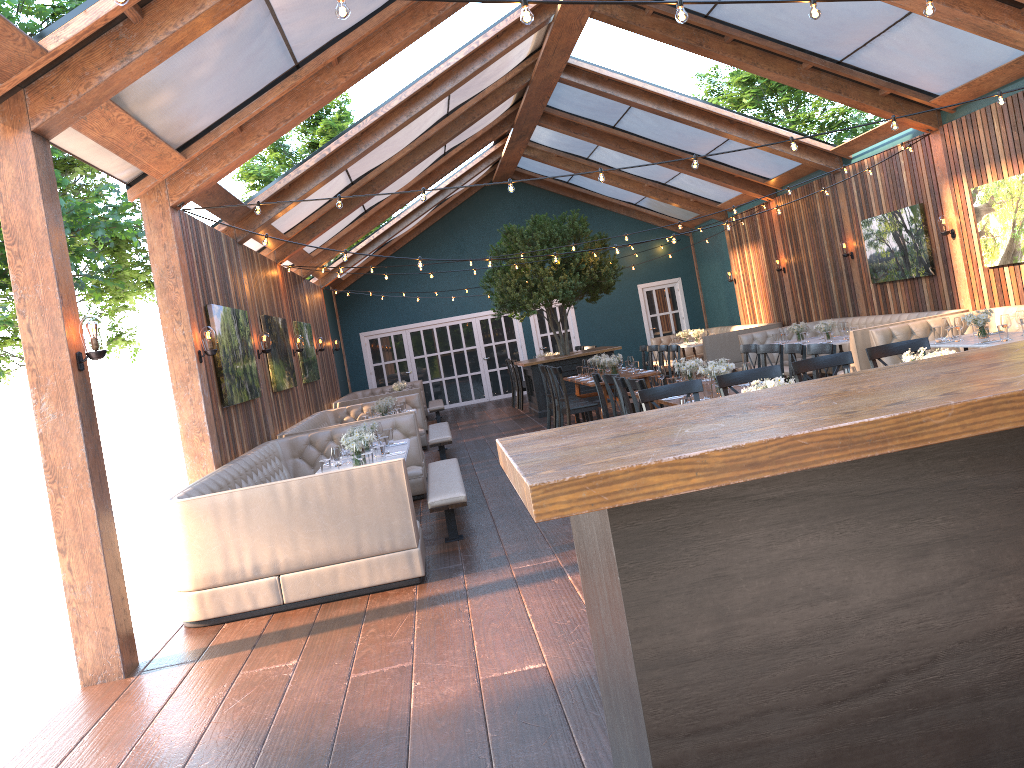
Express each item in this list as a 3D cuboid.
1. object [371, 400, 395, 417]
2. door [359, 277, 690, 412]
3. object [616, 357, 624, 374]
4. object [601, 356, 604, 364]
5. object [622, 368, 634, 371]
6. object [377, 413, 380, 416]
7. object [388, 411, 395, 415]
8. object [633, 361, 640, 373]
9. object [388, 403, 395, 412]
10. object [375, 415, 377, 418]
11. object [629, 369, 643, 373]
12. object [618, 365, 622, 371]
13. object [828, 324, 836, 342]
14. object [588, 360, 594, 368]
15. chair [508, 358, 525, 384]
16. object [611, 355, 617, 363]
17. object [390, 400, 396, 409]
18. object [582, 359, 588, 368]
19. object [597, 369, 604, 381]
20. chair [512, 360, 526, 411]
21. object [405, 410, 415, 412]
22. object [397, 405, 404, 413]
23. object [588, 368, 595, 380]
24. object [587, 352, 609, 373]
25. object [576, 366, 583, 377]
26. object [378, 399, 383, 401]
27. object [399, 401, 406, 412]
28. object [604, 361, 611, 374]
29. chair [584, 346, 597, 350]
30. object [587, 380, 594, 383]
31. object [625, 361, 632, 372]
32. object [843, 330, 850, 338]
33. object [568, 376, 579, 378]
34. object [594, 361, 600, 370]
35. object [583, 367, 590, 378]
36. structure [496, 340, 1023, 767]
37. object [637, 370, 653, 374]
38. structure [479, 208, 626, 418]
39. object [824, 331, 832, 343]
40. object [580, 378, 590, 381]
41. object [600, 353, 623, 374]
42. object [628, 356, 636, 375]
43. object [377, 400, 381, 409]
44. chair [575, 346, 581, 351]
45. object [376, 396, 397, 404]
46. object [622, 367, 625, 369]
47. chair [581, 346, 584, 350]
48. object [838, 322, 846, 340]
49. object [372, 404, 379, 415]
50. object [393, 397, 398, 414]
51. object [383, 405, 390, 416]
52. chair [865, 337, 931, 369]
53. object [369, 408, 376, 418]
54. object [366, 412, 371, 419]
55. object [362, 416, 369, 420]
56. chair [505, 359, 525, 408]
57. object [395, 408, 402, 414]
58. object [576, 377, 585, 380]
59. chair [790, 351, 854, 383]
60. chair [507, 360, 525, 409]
[{"bbox_3d":[-1.749,0.366,12.057,0.335,0.309,0.330,-10,2,11],"label":"object"},{"bbox_3d":[0.458,-0.885,22.082,8.180,2.211,0.173,-10,0,-6],"label":"door"},{"bbox_3d":[1.545,-0.273,12.609,0.092,0.244,0.093,-10,0,37],"label":"object"},{"bbox_3d":[1.436,-0.318,13.734,0.092,0.244,0.092,-10,0,-25],"label":"object"},{"bbox_3d":[1.689,-0.206,13.064,0.255,0.019,0.157,-10,3,-5],"label":"object"},{"bbox_3d":[-2.043,0.409,13.529,0.092,0.158,0.091,-10,0,-19],"label":"object"},{"bbox_3d":[-1.556,0.440,11.513,0.091,0.158,0.092,-10,0,31],"label":"object"},{"bbox_3d":[1.705,-0.228,12.112,0.091,0.158,0.092,-10,0,31],"label":"object"},{"bbox_3d":[-1.608,0.387,11.828,0.092,0.244,0.093,-10,0,43],"label":"object"},{"bbox_3d":[-2.052,0.434,13.129,0.092,0.158,0.091,-10,0,-19],"label":"object"},{"bbox_3d":[1.732,-0.186,12.528,0.255,0.019,0.157,-10,3,-5],"label":"object"},{"bbox_3d":[1.597,-0.277,13.220,0.091,0.158,0.092,-10,0,21],"label":"object"},{"bbox_3d":[4.425,-0.701,12.247,0.092,0.244,0.092,-10,0,-2],"label":"object"},{"bbox_3d":[1.174,-0.227,12.958,0.092,0.244,0.092,-10,0,-8],"label":"object"},{"bbox_3d":[0.196,-0.096,19.674,0.539,1.020,0.477,-10,0,0],"label":"chair"},{"bbox_3d":[1.527,-0.298,13.140,0.092,0.244,0.092,-10,0,-8],"label":"object"},{"bbox_3d":[-1.683,0.358,12.576,0.092,0.244,0.093,-10,0,43],"label":"object"},{"bbox_3d":[1.127,-0.253,13.549,0.092,0.244,0.093,-10,0,43],"label":"object"},{"bbox_3d":[1.183,-0.116,11.771,0.091,0.158,0.092,-10,0,31],"label":"object"},{"bbox_3d":[0.336,-0.023,18.000,0.540,1.020,0.477,-10,0,-5],"label":"chair"},{"bbox_3d":[-1.587,0.414,13.284,0.255,0.019,0.157,-10,3,-5],"label":"object"},{"bbox_3d":[-1.590,0.380,12.655,0.092,0.158,0.091,-10,0,-19],"label":"object"},{"bbox_3d":[1.116,-0.138,12.352,0.091,0.158,0.092,-10,0,21],"label":"object"},{"bbox_3d":[1.325,-0.309,13.341,0.337,0.309,0.328,-10,1,-10],"label":"object"},{"bbox_3d":[1.036,-0.188,13.458,0.091,0.158,0.092,-10,0,11],"label":"object"},{"bbox_3d":[-1.977,0.360,13.438,0.092,0.244,0.093,-10,0,43],"label":"object"},{"bbox_3d":[-1.654,0.346,13.447,0.092,0.158,0.091,-10,0,-19],"label":"object"},{"bbox_3d":[1.284,-0.184,11.871,0.092,0.244,0.092,-10,0,-2],"label":"object"},{"bbox_3d":[1.529,-0.240,18.100,0.542,1.020,0.475,-10,0,-22],"label":"chair"},{"bbox_3d":[1.143,-0.049,11.949,0.255,0.019,0.157,-10,3,-5],"label":"object"},{"bbox_3d":[1.673,-0.256,12.690,0.092,0.158,0.091,-10,1,-39],"label":"object"},{"bbox_3d":[4.733,-0.727,12.509,0.092,0.158,0.091,-10,0,-19],"label":"object"},{"bbox_3d":[0.980,-0.118,13.639,0.255,0.019,0.157,-10,3,-5],"label":"object"},{"bbox_3d":[1.206,-0.204,12.457,0.092,0.244,0.092,-10,0,-2],"label":"object"},{"bbox_3d":[1.092,-0.164,12.872,0.092,0.158,0.092,-10,0,1],"label":"object"},{"bbox_3d":[3.437,0.199,2.457,6.808,1.276,0.856,-10,1,-5],"label":"structure"},{"bbox_3d":[1.785,-0.162,11.944,0.255,0.019,0.157,-10,3,-5],"label":"object"},{"bbox_3d":[0.855,-1.387,16.492,2.712,3.697,2.855,-10,1,4],"label":"structure"},{"bbox_3d":[4.353,-0.640,12.174,0.092,0.158,0.091,-10,0,-19],"label":"object"},{"bbox_3d":[1.090,-0.073,12.529,0.255,0.019,0.157,-10,3,-5],"label":"object"},{"bbox_3d":[1.394,-0.260,12.294,0.327,0.309,0.338,-9,2,32],"label":"object"},{"bbox_3d":[1.628,-0.254,12.044,0.092,0.244,0.092,-10,0,20],"label":"object"},{"bbox_3d":[-1.970,0.372,13.195,0.092,0.244,0.093,-10,0,43],"label":"object"},{"bbox_3d":[1.391,-0.313,19.791,0.540,1.020,0.476,-10,0,-10],"label":"chair"},{"bbox_3d":[-1.839,0.327,13.012,0.335,0.309,0.330,-10,1,7],"label":"object"},{"bbox_3d":[1.623,-0.231,13.642,0.255,0.019,0.157,-10,3,-5],"label":"object"},{"bbox_3d":[1.443,-0.290,19.234,0.539,1.020,0.477,-10,0,0],"label":"chair"},{"bbox_3d":[4.645,-0.750,12.436,0.092,0.244,0.093,-10,0,43],"label":"object"},{"bbox_3d":[-1.906,0.405,12.442,0.092,0.244,0.093,-10,0,43],"label":"object"},{"bbox_3d":[-1.764,0.325,13.385,0.092,0.244,0.093,-10,0,43],"label":"object"},{"bbox_3d":[-1.636,0.406,11.594,0.092,0.244,0.093,-10,0,43],"label":"object"},{"bbox_3d":[2.870,0.213,6.181,0.478,1.020,0.539,-10,0,-5],"label":"chair"},{"bbox_3d":[-1.830,0.437,11.651,0.092,0.244,0.092,-10,0,-2],"label":"object"},{"bbox_3d":[-1.984,0.467,12.358,0.092,0.158,0.091,-10,0,-19],"label":"object"},{"bbox_3d":[-1.907,0.499,11.560,0.092,0.158,0.091,-10,0,-19],"label":"object"},{"bbox_3d":[0.170,-0.058,19.109,0.539,1.020,0.477,-10,0,0],"label":"chair"},{"bbox_3d":[-1.520,0.411,11.901,0.092,0.158,0.091,-10,0,-19],"label":"object"},{"bbox_3d":[1.054,-0.096,13.040,0.255,0.019,0.157,-10,3,-5],"label":"object"},{"bbox_3d":[2.321,0.313,6.127,0.478,1.020,0.538,-10,0,-10],"label":"chair"},{"bbox_3d":[0.236,-0.038,18.553,0.540,1.020,0.476,-10,0,-10],"label":"chair"}]
